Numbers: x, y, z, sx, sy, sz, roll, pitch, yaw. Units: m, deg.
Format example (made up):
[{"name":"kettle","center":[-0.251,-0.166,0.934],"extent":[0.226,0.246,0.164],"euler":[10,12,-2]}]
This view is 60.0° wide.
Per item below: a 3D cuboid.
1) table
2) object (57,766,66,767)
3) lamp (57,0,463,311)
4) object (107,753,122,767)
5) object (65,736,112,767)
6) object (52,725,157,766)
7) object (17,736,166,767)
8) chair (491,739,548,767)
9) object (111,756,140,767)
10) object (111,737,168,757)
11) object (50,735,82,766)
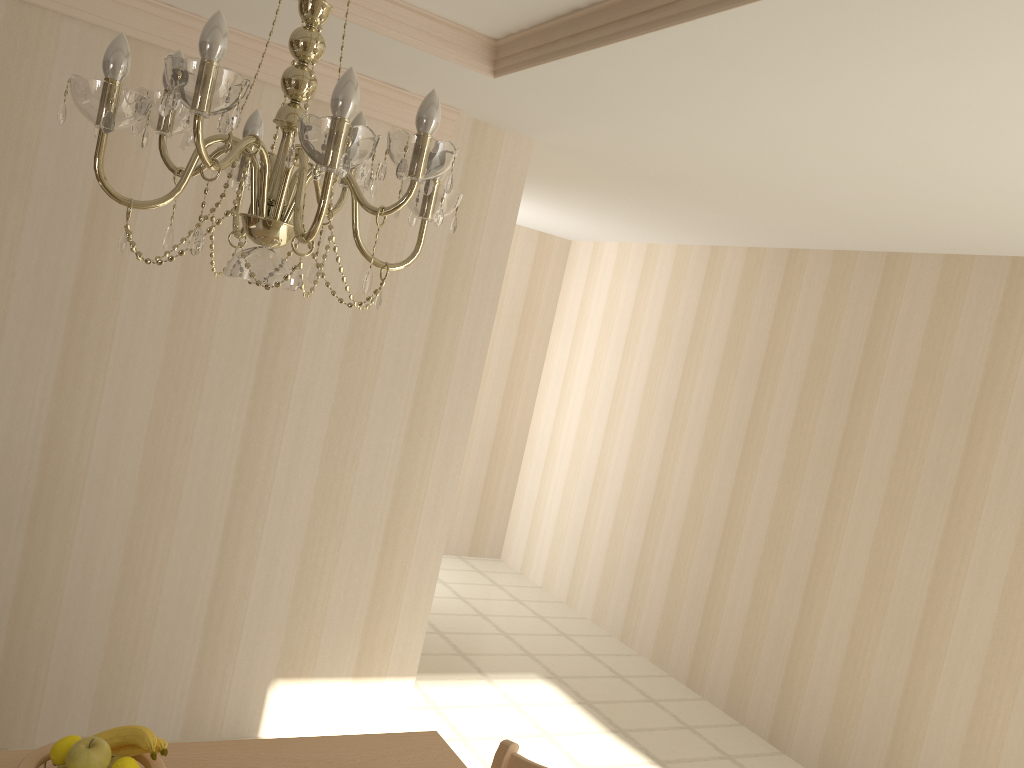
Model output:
[{"name":"table","center":[-0.702,1.135,1.314],"extent":[1.567,0.774,0.900],"euler":[11,4,-31]},{"name":"object","center":[-0.750,0.673,1.477],"extent":[0.070,0.069,0.068],"euler":[11,3,-22]},{"name":"lamp","center":[-0.261,-0.617,1.252],"extent":[0.501,0.982,0.502],"euler":[14,4,29]},{"name":"object","center":[-0.704,0.676,1.527],"extent":[0.077,0.065,0.076],"euler":[15,4,36]},{"name":"object","center":[-0.707,0.626,1.479],"extent":[0.069,0.061,0.068],"euler":[12,3,-14]},{"name":"object","center":[-0.693,0.635,1.545],"extent":[0.184,0.085,0.066],"euler":[13,3,7]},{"name":"object","center":[-0.715,0.686,1.502],"extent":[0.235,0.068,0.235],"euler":[13,3,17]},{"name":"chair","center":[-0.138,1.205,1.692],"extent":[0.517,0.846,0.462],"euler":[10,4,-38]},{"name":"object","center":[-0.652,0.656,1.496],"extent":[0.051,0.053,0.045],"euler":[10,4,-42]},{"name":"object","center":[-0.682,0.655,1.560],"extent":[0.176,0.094,0.064],"euler":[13,3,6]},{"name":"object","center":[-0.754,0.622,1.504],"extent":[0.047,0.046,0.054],"euler":[13,3,11]}]
